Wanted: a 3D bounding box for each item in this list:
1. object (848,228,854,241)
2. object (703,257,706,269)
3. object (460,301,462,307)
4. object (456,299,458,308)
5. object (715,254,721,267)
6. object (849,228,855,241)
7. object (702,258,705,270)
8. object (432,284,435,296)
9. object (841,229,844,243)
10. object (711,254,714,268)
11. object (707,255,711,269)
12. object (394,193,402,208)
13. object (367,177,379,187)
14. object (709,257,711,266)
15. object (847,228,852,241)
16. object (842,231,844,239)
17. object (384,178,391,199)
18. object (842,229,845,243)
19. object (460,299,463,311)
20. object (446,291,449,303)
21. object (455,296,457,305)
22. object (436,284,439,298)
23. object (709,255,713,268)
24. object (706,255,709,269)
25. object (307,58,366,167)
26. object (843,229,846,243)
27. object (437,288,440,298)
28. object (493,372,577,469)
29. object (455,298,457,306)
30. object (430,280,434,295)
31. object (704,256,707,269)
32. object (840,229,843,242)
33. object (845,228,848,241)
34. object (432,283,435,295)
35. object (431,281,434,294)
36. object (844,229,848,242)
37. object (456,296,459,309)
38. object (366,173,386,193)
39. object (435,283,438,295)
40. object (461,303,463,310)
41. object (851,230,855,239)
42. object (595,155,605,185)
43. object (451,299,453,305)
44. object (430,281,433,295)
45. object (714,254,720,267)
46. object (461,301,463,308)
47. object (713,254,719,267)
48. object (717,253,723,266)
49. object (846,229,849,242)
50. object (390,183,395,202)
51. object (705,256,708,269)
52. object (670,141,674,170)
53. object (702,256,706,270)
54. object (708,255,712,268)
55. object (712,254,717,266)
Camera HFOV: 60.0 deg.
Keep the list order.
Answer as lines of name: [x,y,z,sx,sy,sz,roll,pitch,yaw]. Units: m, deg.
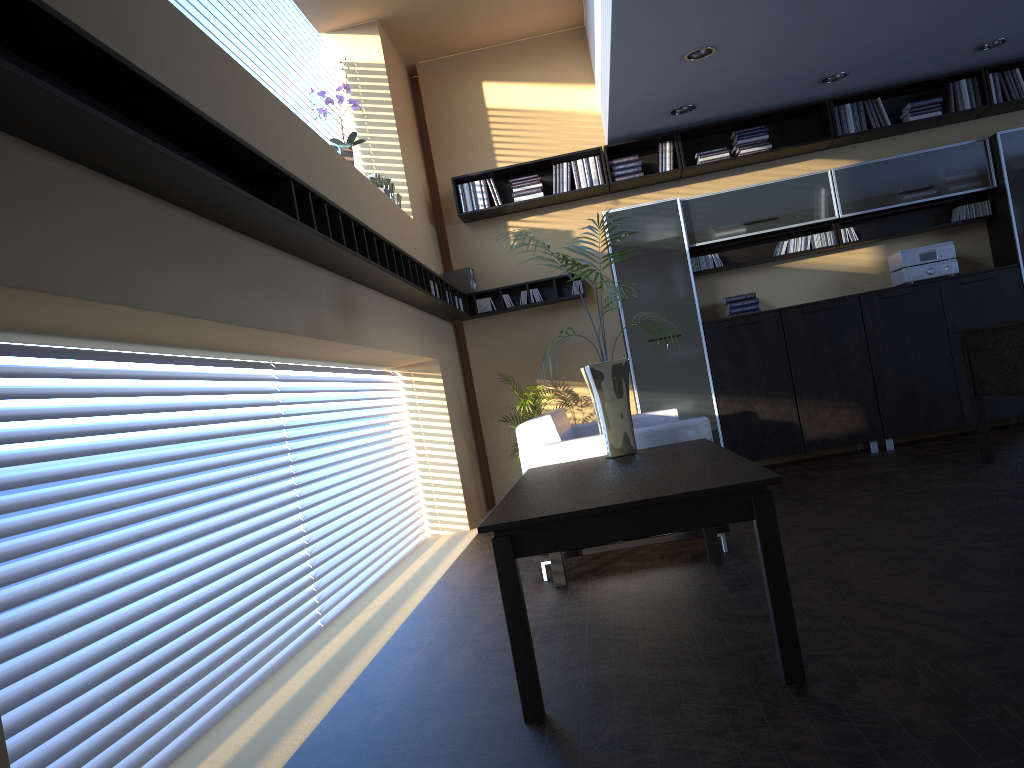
object: [2.899,-1.276,7.636,0.030,0.120,0.142,-10,-1,6]
object: [1.675,-1.051,7.760,0.006,0.118,0.140,-10,-1,6]
object: [-0.502,-0.660,7.581,0.142,0.120,0.009,-10,0,6]
object: [-0.525,-0.660,7.370,0.140,0.117,0.026,-10,0,6]
object: [1.794,-1.073,7.747,0.030,0.120,0.142,-10,-1,6]
object: [2.909,-1.277,7.635,0.030,0.120,0.142,-10,-1,6]
object: [1.665,-1.049,7.761,0.006,0.118,0.140,-10,-1,6]
object: [-0.631,-0.663,6.331,0.142,0.120,0.009,-10,0,6]
object: [2.829,-1.263,7.639,0.006,0.118,0.140,-10,-1,5]
object: [1.744,-1.064,7.758,0.009,0.120,0.142,-10,-1,6]
object: [1.714,-1.058,7.758,0.009,0.120,0.142,-10,-1,6]
object: [-0.905,-1.379,6.852,0.118,0.149,0.124,-10,0,6]
object: [-0.973,-1.364,6.138,0.095,0.113,0.089,-11,0,41]
object: [1.724,-1.060,7.756,0.006,0.118,0.140,-10,-1,5]
object: [2.890,-1.274,7.640,0.026,0.117,0.140,-10,-1,6]
object: [2.839,-1.265,7.643,0.009,0.120,0.142,-10,-1,6]
object: [-0.950,-1.392,6.447,0.136,0.173,0.145,-10,0,-34]
object: [2.839,-1.265,7.640,0.006,0.118,0.140,-10,-1,5]
object: [-0.500,-0.661,7.580,0.140,0.118,0.006,-10,0,6]
object: [-0.570,-0.660,6.947,0.142,0.118,0.040,-10,0,6]
object: [-0.529,-0.659,7.370,0.142,0.120,0.030,-10,0,6]
object: [-0.613,-0.663,6.498,0.142,0.120,0.009,-10,0,6]
object: [1.734,-1.062,7.755,0.009,0.120,0.142,-10,-1,6]
object: [1.704,-1.057,7.759,0.009,0.120,0.142,-10,-1,5]
object: [-1.082,-1.652,5.601,0.351,0.695,0.437,-10,0,-15]
object: [2.848,-1.267,7.637,0.009,0.120,0.142,-10,-1,6]
object: [-0.612,-0.661,6.543,0.142,0.118,0.040,-10,0,6]
object: [0.242,0.457,7.587,0.691,1.241,0.839,-10,0,39]
object: [-0.532,-0.658,7.345,0.142,0.118,0.040,-10,0,6]
object: [-0.634,-0.663,6.300,0.142,0.120,0.009,-10,0,6]
object: [1.685,-1.053,7.765,0.009,0.120,0.142,-10,-1,6]
object: [2.829,-1.263,7.643,0.009,0.120,0.142,-10,-1,6]
object: [2.869,-1.270,7.641,0.009,0.120,0.142,-10,-1,5]
object: [-0.630,-0.662,6.371,0.140,0.118,0.006,-10,0,6]
object: [-0.632,-0.663,6.310,0.142,0.120,0.009,-10,0,6]
object: [2.859,-1.269,7.641,0.009,0.120,0.142,-10,-1,6]
object: [-0.522,-0.660,7.391,0.142,0.120,0.030,-10,0,6]
object: [-0.964,-1.386,6.268,0.126,0.160,0.132,-10,0,26]
object: [-0.615,-0.663,6.457,0.142,0.120,0.009,-10,0,6]
object: [-0.498,-0.660,7.611,0.142,0.120,0.009,-10,0,6]
object: [2.920,-1.279,7.638,0.030,0.120,0.142,-10,-1,6]
object: [0.770,-1.843,7.757,0.050,0.258,0.207,-10,0,5]
object: [-0.551,-0.661,7.099,0.140,0.117,0.026,-10,0,6]
object: [-0.637,-0.661,6.276,0.142,0.118,0.040,-10,0,6]
object: [1.785,-1.071,7.755,0.030,0.120,0.142,-10,-1,6]
object: [-0.496,-0.660,7.622,0.142,0.120,0.009,-10,0,6]
object: [1.774,-1.069,7.752,0.030,0.120,0.142,-10,-1,5]
object: [1.809,-1.075,7.749,0.040,0.118,0.142,-10,-1,5]
object: [2.869,-1.270,7.639,0.006,0.118,0.140,-10,-1,5]
object: [-0.929,-1.392,6.625,0.137,0.173,0.144,-10,0,-4]
object: [1.694,-1.055,7.762,0.009,0.120,0.142,-10,-1,6]
object: [1.381,-1.955,7.697,0.075,0.259,0.207,-10,0,5]
object: [1.674,-1.051,7.762,0.009,0.120,0.142,-10,-1,6]
object: [1.724,-1.060,7.758,0.009,0.120,0.142,-10,-1,5]
object: [1.764,-1.067,7.752,0.026,0.117,0.140,-10,-1,6]
